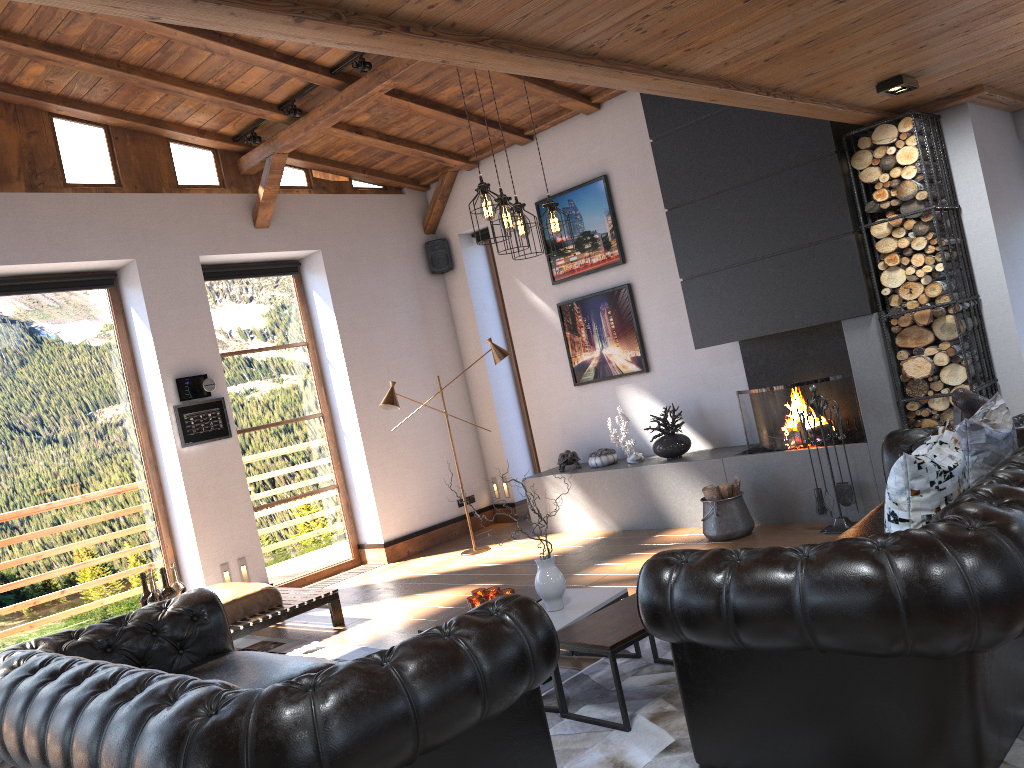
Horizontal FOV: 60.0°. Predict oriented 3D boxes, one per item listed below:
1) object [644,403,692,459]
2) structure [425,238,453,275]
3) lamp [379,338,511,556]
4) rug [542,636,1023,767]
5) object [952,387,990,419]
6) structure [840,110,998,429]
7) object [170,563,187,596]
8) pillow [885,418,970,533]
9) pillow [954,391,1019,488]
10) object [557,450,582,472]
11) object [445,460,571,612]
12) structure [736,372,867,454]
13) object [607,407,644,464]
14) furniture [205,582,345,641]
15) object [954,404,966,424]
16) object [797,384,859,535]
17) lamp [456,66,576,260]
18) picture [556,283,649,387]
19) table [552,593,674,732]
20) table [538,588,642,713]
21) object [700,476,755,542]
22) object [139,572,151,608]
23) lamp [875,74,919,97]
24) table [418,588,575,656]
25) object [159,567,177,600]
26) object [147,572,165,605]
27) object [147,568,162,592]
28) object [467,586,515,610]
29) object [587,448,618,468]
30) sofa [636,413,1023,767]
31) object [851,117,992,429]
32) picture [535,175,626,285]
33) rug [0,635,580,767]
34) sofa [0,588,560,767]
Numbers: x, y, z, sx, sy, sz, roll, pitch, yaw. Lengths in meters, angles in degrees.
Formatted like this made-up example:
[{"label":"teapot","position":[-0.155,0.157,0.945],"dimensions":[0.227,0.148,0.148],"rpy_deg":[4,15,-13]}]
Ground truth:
[{"label":"object","position":[1.331,0.404,7.526],"dimensions":[0.336,0.455,0.338],"rpy_deg":[-12,0,-20]},{"label":"structure","position":[-0.775,-1.356,9.438],"dimensions":[0.211,0.349,0.216],"rpy_deg":[-12,0,44]},{"label":"lamp","position":[-0.509,0.609,8.077],"dimensions":[1.336,1.899,0.522],"rpy_deg":[-12,0,-25]},{"label":"rug","position":[1.120,1.225,3.465],"dimensions":[2.400,0.053,4.098],"rpy_deg":[-12,0,45]},{"label":"object","position":[2.547,0.161,4.824],"dimensions":[0.249,0.319,0.149],"rpy_deg":[-12,0,-5]},{"label":"structure","position":[2.823,-0.464,5.968],"dimensions":[0.495,2.617,0.518],"rpy_deg":[-12,0,44]},{"label":"object","position":[-1.812,1.111,4.806],"dimensions":[0.088,0.286,0.086],"rpy_deg":[-12,0,-36]},{"label":"pillow","position":[1.563,0.412,3.358],"dimensions":[0.535,0.469,0.279],"rpy_deg":[-12,0,-43]},{"label":"pillow","position":[2.031,0.308,3.853],"dimensions":[0.535,0.469,0.279],"rpy_deg":[-12,0,-43]},{"label":"object","position":[0.533,0.715,8.348],"dimensions":[0.226,0.183,0.405],"rpy_deg":[-12,0,-2]},{"label":"object","position":[0.082,0.692,4.239],"dimensions":[0.627,0.808,0.401],"rpy_deg":[-12,0,-35]},{"label":"structure","position":[2.104,0.249,6.605],"dimensions":[0.969,0.514,0.186],"rpy_deg":[-12,0,44]},{"label":"object","position":[0.978,0.451,7.777],"dimensions":[0.258,0.532,0.429],"rpy_deg":[-12,0,13]},{"label":"furniture","position":[-2.614,1.819,5.842],"dimensions":[1.160,0.437,2.796],"rpy_deg":[-12,0,44]},{"label":"object","position":[2.867,0.468,5.676],"dimensions":[0.265,0.795,0.266],"rpy_deg":[-12,0,27]},{"label":"object","position":[2.165,0.498,6.071],"dimensions":[0.308,1.017,0.307],"rpy_deg":[-12,0,-1]},{"label":"lamp","position":[-0.162,-1.776,4.838],"dimensions":[0.258,2.202,0.813],"rpy_deg":[-12,0,35]},{"label":"picture","position":[0.825,-0.438,8.221],"dimensions":[0.868,0.816,0.036],"rpy_deg":[-12,0,44]},{"label":"table","position":[0.542,1.188,3.890],"dimensions":[0.659,0.350,0.395],"rpy_deg":[-12,0,-41]},{"label":"table","position":[0.250,1.249,4.229],"dimensions":[0.395,0.350,0.658],"rpy_deg":[-12,0,39]},{"label":"object","position":[1.578,0.926,6.584],"dimensions":[0.387,0.431,0.381],"rpy_deg":[-12,0,-20]},{"label":"object","position":[-1.924,1.136,4.686],"dimensions":[0.088,0.286,0.087],"rpy_deg":[-12,0,-6]},{"label":"lamp","position":[2.213,-1.718,5.093],"dimensions":[0.153,0.068,0.264],"rpy_deg":[-12,0,44]},{"label":"table","position":[-0.072,1.316,4.511],"dimensions":[0.395,0.350,0.659],"rpy_deg":[-12,0,44]},{"label":"object","position":[-1.830,1.116,4.709],"dimensions":[0.086,0.286,0.088],"rpy_deg":[-12,0,22]},{"label":"object","position":[-1.855,1.122,4.613],"dimensions":[0.087,0.286,0.088],"rpy_deg":[-12,0,21]},{"label":"object","position":[-1.924,1.136,4.779],"dimensions":[0.088,0.286,0.086],"rpy_deg":[-12,0,-33]},{"label":"object","position":[-0.104,1.103,4.524],"dimensions":[0.247,0.081,0.301],"rpy_deg":[-12,0,-7]},{"label":"object","position":[0.824,0.666,8.091],"dimensions":[0.262,0.160,0.277],"rpy_deg":[-12,0,-44]},{"label":"sofa","position":[1.730,0.693,3.534],"dimensions":[1.223,0.838,2.600],"rpy_deg":[-12,0,43]},{"label":"object","position":[2.826,-0.458,5.979],"dimensions":[0.487,2.612,0.472],"rpy_deg":[-12,0,44]},{"label":"picture","position":[0.616,-1.410,8.224],"dimensions":[0.868,0.816,0.036],"rpy_deg":[-12,0,44]},{"label":"rug","position":[-1.811,1.848,4.807],"dimensions":[3.758,0.053,2.464],"rpy_deg":[-12,0,45]},{"label":"sofa","position":[-1.080,1.298,3.302],"dimensions":[2.532,0.838,1.256],"rpy_deg":[-12,0,43]}]
